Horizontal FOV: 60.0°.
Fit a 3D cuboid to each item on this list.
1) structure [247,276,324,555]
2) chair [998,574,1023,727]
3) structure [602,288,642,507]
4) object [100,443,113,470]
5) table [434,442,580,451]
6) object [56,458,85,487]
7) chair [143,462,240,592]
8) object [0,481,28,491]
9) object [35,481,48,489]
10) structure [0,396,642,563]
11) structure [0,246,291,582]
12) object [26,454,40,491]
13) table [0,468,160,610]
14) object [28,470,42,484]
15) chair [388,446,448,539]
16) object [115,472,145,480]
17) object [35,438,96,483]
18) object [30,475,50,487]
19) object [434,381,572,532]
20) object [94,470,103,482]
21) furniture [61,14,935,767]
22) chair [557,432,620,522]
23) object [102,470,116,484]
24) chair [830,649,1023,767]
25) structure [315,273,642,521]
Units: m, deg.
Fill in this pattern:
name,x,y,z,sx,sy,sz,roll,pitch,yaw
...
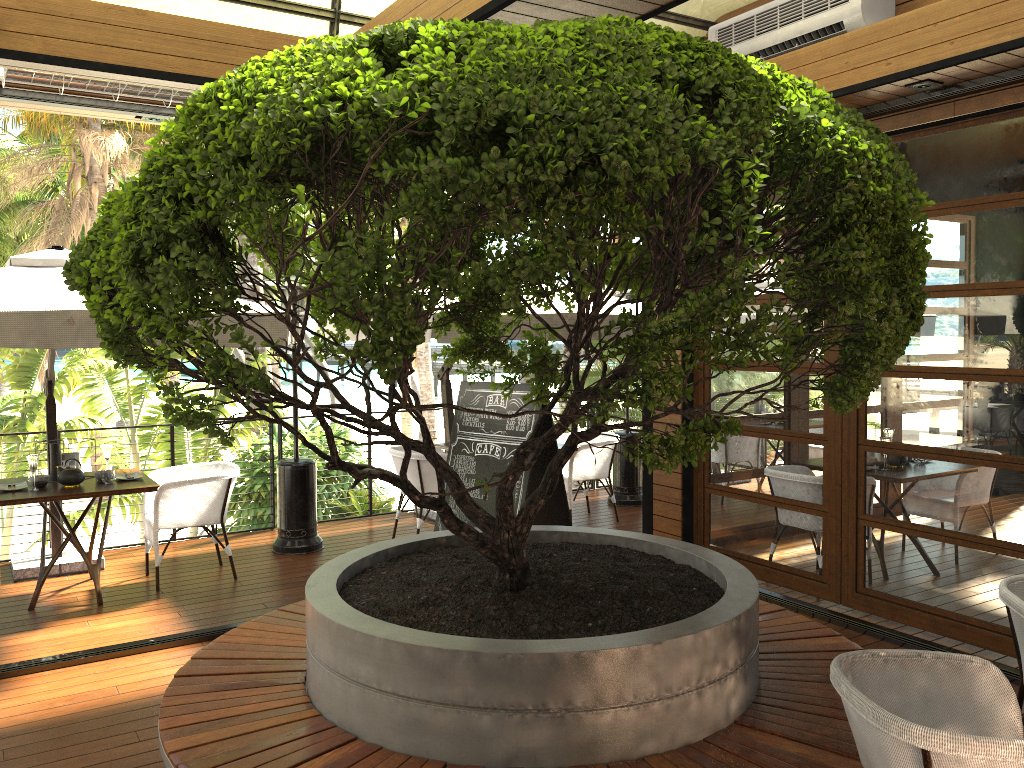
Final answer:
name,x,y,z,sx,sy,sz,roll,pitch,yaw
structure,-1.732,0.232,7.097,0.699,2.190,0.699,-3,3,-44
chair,2.104,1.142,3.150,0.627,0.787,0.617,0,3,-1
structure,1.154,0.103,8.888,0.699,2.190,0.699,-3,3,-44
object,-2.803,0.530,6.138,0.082,0.227,0.082,-2,3,-31
table,-0.050,0.905,7.728,0.932,0.749,0.932,-2,3,-32
object,-2.892,0.576,5.813,0.168,0.178,0.163,-2,3,-30
chair,-2.266,0.988,6.317,0.617,0.787,0.628,-2,3,-31
object,-3.198,0.664,5.679,0.170,0.025,0.295,-3,4,-32
object,-3.037,0.652,5.719,0.080,0.042,0.080,1,3,19
structure,-7.291,1.105,4.628,26.275,1.152,0.163,-3,3,-32
structure,-3.014,0.245,5.953,2.414,2.331,2.415,-2,3,-32
object,-3.040,0.561,5.635,0.082,0.227,0.082,-3,3,-43
table,-2.926,1.033,5.943,0.932,0.749,0.932,-2,3,-32
object,-3.165,0.621,5.884,0.086,0.086,0.086,-2,3,-27
chair,-0.685,0.916,7.328,0.617,0.787,0.628,-2,3,-31
object,-2.644,0.635,6.103,0.170,0.025,0.295,-3,4,-32
object,-3.049,0.521,6.068,0.263,0.264,0.264,0,3,13
object,-3.090,0.636,5.802,0.116,0.065,0.116,-3,4,-33
object,-0.063,0.687,5.995,0.769,1.396,0.772,2,3,43
object,-2.752,0.623,5.979,0.116,0.065,0.116,-3,4,-33
furniture,0.035,0.212,3.154,2.569,2.720,2.721,1,3,23
chair,0.648,0.858,8.125,0.617,0.787,0.628,-2,3,-31
object,-2.680,0.616,5.893,0.086,0.086,0.086,-2,3,-27
chair,1.202,1.194,2.390,0.617,0.787,0.628,0,3,-1
structure,-0.146,0.118,7.733,2.414,2.331,2.415,-2,3,-32
